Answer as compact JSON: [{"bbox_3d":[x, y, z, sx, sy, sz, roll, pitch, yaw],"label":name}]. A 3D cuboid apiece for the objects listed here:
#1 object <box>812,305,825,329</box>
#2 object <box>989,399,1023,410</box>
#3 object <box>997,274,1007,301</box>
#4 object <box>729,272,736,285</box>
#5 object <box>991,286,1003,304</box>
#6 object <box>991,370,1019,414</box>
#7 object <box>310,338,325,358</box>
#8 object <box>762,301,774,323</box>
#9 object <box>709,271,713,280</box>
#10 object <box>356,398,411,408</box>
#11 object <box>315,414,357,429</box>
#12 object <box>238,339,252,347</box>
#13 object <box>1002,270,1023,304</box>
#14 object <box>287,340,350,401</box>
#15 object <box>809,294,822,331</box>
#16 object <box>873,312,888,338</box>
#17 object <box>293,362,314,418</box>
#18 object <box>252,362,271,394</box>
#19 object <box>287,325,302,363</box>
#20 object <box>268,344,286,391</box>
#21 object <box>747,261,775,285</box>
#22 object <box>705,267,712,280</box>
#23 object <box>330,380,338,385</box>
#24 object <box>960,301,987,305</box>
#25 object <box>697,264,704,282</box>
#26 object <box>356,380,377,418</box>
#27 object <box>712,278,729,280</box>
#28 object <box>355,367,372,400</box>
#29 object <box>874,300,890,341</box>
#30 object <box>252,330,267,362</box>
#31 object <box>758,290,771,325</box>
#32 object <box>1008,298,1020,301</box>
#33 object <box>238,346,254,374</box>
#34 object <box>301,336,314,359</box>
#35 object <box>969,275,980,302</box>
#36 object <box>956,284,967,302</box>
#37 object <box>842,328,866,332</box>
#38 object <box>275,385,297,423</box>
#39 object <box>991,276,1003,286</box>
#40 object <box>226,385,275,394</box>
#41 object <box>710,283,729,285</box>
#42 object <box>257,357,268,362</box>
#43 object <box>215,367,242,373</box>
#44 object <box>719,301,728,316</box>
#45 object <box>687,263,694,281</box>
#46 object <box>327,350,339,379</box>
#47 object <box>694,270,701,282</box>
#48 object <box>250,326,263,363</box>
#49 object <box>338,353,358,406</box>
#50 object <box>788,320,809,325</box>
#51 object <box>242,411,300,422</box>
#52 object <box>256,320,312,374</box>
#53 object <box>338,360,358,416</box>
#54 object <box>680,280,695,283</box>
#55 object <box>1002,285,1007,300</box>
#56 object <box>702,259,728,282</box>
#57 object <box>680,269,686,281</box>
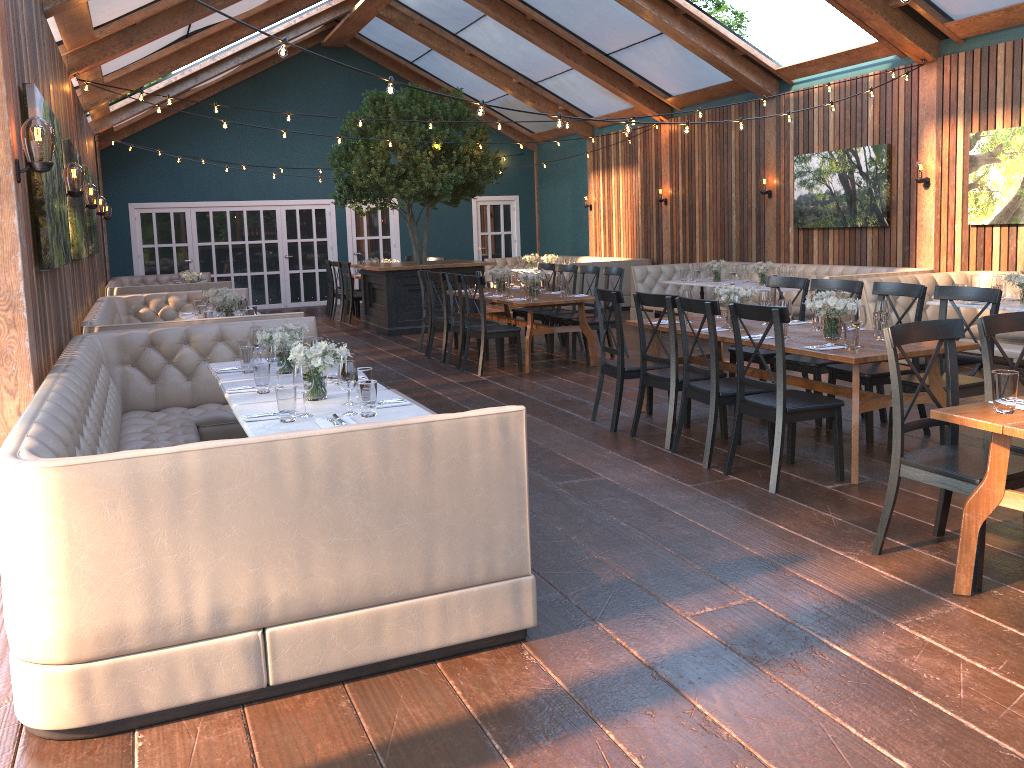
[{"bbox_3d":[2.099,-0.458,6.065,0.092,0.157,0.092,-2,7,4],"label":"object"},{"bbox_3d":[2.014,0.079,3.443,0.158,0.019,0.257,-6,11,-22],"label":"object"},{"bbox_3d":[4.485,-0.887,8.115,0.092,0.243,0.093,1,7,25],"label":"object"},{"bbox_3d":[2.799,-1.338,11.237,0.092,0.157,0.092,-7,9,-36],"label":"object"},{"bbox_3d":[4.272,-0.781,7.800,0.092,0.157,0.092,-7,9,-36],"label":"object"},{"bbox_3d":[1.863,0.031,3.344,0.092,0.157,0.092,-2,7,4],"label":"object"},{"bbox_3d":[-1.077,-0.133,4.931,0.092,0.243,0.093,0,7,20],"label":"object"},{"bbox_3d":[1.883,-0.533,6.533,0.092,0.157,0.092,-2,7,4],"label":"object"},{"bbox_3d":[2.775,-1.535,12.361,0.092,0.157,0.092,-7,9,-36],"label":"object"},{"bbox_3d":[-0.618,0.090,4.221,0.255,0.019,0.158,-6,11,-22],"label":"object"},{"bbox_3d":[-0.771,0.159,3.862,0.158,0.019,0.257,-6,11,-22],"label":"object"},{"bbox_3d":[-1.723,-0.208,5.726,0.092,0.157,0.092,-7,9,-36],"label":"object"},{"bbox_3d":[4.498,-0.855,7.741,0.329,0.307,0.339,-2,8,0],"label":"object"},{"bbox_3d":[-0.980,-0.080,4.428,0.337,0.307,0.331,5,11,41],"label":"object"},{"bbox_3d":[2.049,-0.479,5.954,0.092,0.243,0.093,0,7,20],"label":"object"},{"bbox_3d":[2.294,-0.365,5.505,0.092,0.157,0.092,-2,7,4],"label":"object"},{"bbox_3d":[-0.941,0.028,3.998,0.092,0.243,0.093,0,7,20],"label":"object"},{"bbox_3d":[-1.308,-0.030,4.638,0.092,0.157,0.092,-7,9,-36],"label":"object"},{"bbox_3d":[-1.389,-0.251,5.665,0.092,0.243,0.093,1,7,25],"label":"object"},{"bbox_3d":[-1.254,-0.091,4.727,0.092,0.243,0.093,0,7,20],"label":"object"},{"bbox_3d":[3.119,-1.386,11.017,0.336,0.307,0.332,-3,8,-6],"label":"object"},{"bbox_3d":[2.719,-1.559,12.263,0.092,0.243,0.093,1,7,25],"label":"object"},{"bbox_3d":[-0.911,-0.021,4.909,0.255,0.019,0.158,-6,11,-22],"label":"object"},{"bbox_3d":[4.167,-0.731,7.935,0.255,0.019,0.158,-6,11,-22],"label":"object"},{"bbox_3d":[2.560,-1.514,12.037,0.092,0.243,0.093,1,7,25],"label":"object"},{"bbox_3d":[-0.646,0.067,3.961,0.092,0.157,0.092,-7,9,-36],"label":"object"},{"bbox_3d":[2.885,-1.448,12.241,0.255,0.019,0.158,-6,11,-22],"label":"object"},{"bbox_3d":[-0.728,0.003,4.340,0.092,0.157,0.092,-7,9,-36],"label":"object"},{"bbox_3d":[2.258,-0.388,5.398,0.092,0.243,0.093,0,7,20],"label":"object"},{"bbox_3d":[-1.548,-0.206,5.439,0.092,0.243,0.093,1,7,25],"label":"object"},{"bbox_3d":[1.832,-0.554,6.418,0.092,0.243,0.093,0,7,20],"label":"object"},{"bbox_3d":[4.651,-0.776,8.093,0.255,0.019,0.158,-6,11,-22],"label":"object"},{"bbox_3d":[-1.602,-0.145,5.351,0.092,0.157,0.092,-7,9,-36],"label":"object"},{"bbox_3d":[-1.332,-0.228,5.763,0.092,0.157,0.092,-7,9,-36],"label":"object"},{"bbox_3d":[4.243,-0.879,8.116,0.092,0.243,0.093,1,7,25],"label":"object"},{"bbox_3d":[4.151,-0.844,8.176,0.092,0.157,0.092,-7,9,-36],"label":"object"},{"bbox_3d":[2.228,-0.369,5.938,0.255,0.019,0.158,-6,11,-22],"label":"object"},{"bbox_3d":[-0.995,0.088,3.909,0.092,0.157,0.092,-7,9,-36],"label":"object"},{"bbox_3d":[4.326,-0.842,7.889,0.092,0.243,0.093,1,7,25],"label":"object"},{"bbox_3d":[-1.413,0.020,4.773,0.255,0.019,0.158,-6,11,-22],"label":"object"},{"bbox_3d":[2.695,-1.288,11.371,0.255,0.019,0.158,-6,11,-22],"label":"object"},{"bbox_3d":[-1.593,-0.162,5.840,0.158,0.019,0.257,-6,11,-22],"label":"object"},{"bbox_3d":[-1.707,-0.096,5.485,0.255,0.019,0.158,-6,11,-22],"label":"object"},{"bbox_3d":[1.685,-0.624,7.087,0.092,0.157,0.092,0,7,14],"label":"object"},{"bbox_3d":[2.477,-1.551,12.264,0.092,0.243,0.093,1,7,25],"label":"object"},{"bbox_3d":[-1.020,-0.109,5.029,0.092,0.157,0.092,-7,9,-36],"label":"object"},{"bbox_3d":[2.506,-1.453,11.949,0.092,0.157,0.092,-7,9,-36],"label":"object"},{"bbox_3d":[-1.630,-0.243,5.666,0.092,0.243,0.093,1,7,25],"label":"object"},{"bbox_3d":[-0.785,-0.021,4.242,0.092,0.243,0.093,0,7,20],"label":"object"},{"bbox_3d":[2.008,-0.446,6.414,0.255,0.019,0.158,-6,11,-22],"label":"object"},{"bbox_3d":[-1.100,0.138,4.044,0.255,0.019,0.158,-6,11,-22],"label":"object"},{"bbox_3d":[-1.370,-0.219,5.293,0.329,0.307,0.339,-2,8,0],"label":"object"},{"bbox_3d":[-0.742,0.018,4.012,0.092,0.243,0.093,0,7,20],"label":"object"},{"bbox_3d":[2.401,-1.403,12.083,0.255,0.019,0.158,-6,11,-22],"label":"object"},{"bbox_3d":[4.542,-0.864,8.213,0.092,0.157,0.092,-7,9,-36],"label":"object"},{"bbox_3d":[2.744,-1.528,11.897,0.336,0.307,0.331,-4,8,-10],"label":"object"},{"bbox_3d":[2.385,-1.515,12.324,0.092,0.157,0.092,-7,9,-36],"label":"object"}]
